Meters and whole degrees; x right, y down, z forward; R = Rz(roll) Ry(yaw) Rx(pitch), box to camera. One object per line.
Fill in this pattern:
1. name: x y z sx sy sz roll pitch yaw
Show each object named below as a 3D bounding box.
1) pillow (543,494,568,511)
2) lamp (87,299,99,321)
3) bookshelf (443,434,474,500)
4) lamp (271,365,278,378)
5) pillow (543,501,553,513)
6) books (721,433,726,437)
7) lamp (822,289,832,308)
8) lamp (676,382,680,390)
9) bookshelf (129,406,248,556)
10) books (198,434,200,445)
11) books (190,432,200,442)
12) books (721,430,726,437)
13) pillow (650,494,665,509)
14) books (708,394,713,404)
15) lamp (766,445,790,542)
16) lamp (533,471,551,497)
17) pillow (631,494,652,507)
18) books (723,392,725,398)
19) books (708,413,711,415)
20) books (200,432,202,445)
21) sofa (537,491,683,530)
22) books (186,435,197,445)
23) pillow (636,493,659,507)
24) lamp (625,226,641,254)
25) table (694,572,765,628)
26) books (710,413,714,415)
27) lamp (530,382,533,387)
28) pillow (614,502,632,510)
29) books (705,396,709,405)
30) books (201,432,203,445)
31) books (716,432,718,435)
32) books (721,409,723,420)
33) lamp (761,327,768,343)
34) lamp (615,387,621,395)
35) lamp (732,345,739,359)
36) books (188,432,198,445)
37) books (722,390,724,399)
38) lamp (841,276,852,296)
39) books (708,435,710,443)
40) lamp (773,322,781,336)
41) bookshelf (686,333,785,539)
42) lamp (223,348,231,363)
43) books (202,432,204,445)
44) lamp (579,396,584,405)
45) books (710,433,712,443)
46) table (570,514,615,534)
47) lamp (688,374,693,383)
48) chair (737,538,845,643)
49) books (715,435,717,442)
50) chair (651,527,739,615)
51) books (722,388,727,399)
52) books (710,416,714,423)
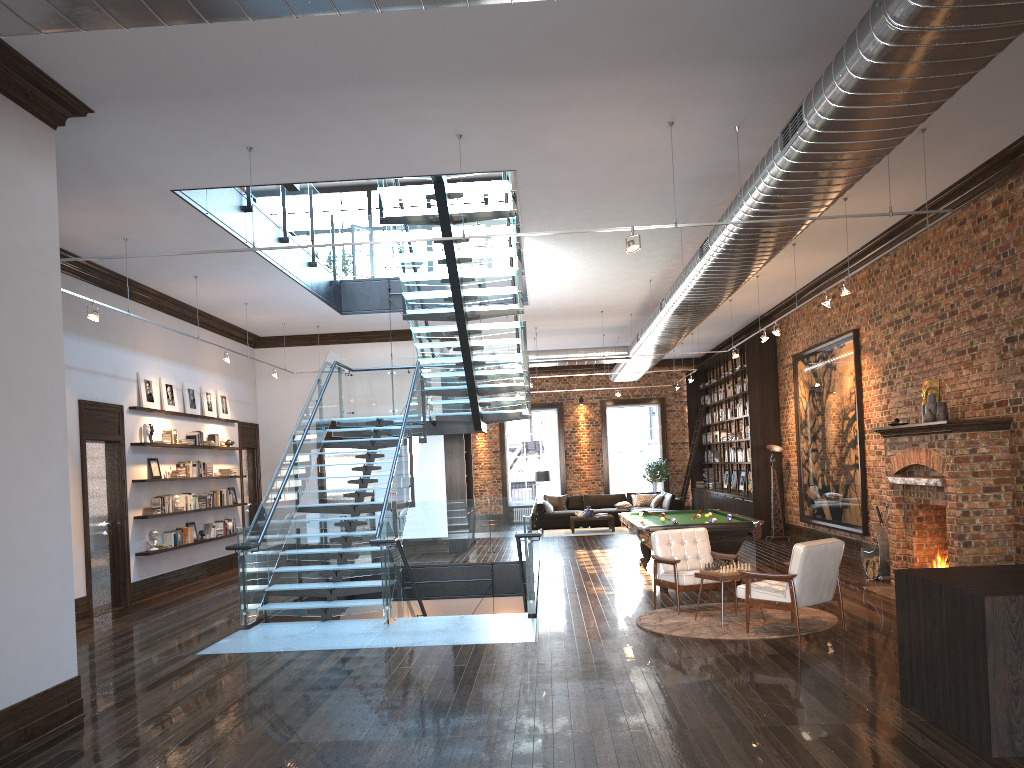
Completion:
1. pillow: 1.108 3.075 22.946 0.701 0.439 0.305 -3 -2 2
2. lamp: -4.337 -0.759 9.178 0.114 0.230 0.114 -2 -1 -19
3. bookshelf: -1.092 1.629 18.357 0.400 3.511 1.786 -3 -1 2
4. lamp: -4.101 -0.209 15.304 0.113 0.230 0.114 -1 -2 -42
5. pillow: 0.923 3.124 22.565 0.244 0.304 0.575 -3 -4 3
6. books: 5.331 1.334 22.229 0.147 0.232 0.036 -3 0 2
7. lamp: 3.711 -1.008 10.475 0.114 0.230 0.114 -2 -1 -24
8. lamp: 4.148 0.043 22.168 0.114 0.230 0.114 -4 -2 41
9. bookshelf: -5.033 1.512 14.191 0.200 2.050 4.089 -3 -4 2
10. books: -5.061 0.890 14.120 0.166 0.180 0.028 -3 0 2
11. books: -5.072 0.877 14.184 0.155 0.217 0.011 -3 0 2
12. books: 5.314 1.311 22.282 0.189 0.287 0.013 -3 0 2
13. pillow: 3.634 2.942 22.166 0.314 0.354 0.631 -3 -4 2
14. books: 5.306 0.418 23.514 0.190 0.279 0.017 -3 0 2
15. lamp: 4.995 2.049 16.714 0.425 1.824 0.506 -3 -1 7
16. lamp: 0.706 2.985 22.865 0.689 1.464 0.419 -3 -1 32
17. pillow: 3.415 3.004 22.821 0.703 0.337 0.270 -3 -2 3
18. books: 5.251 0.291 21.641 0.166 0.194 0.030 -3 0 2
19. books: 5.344 0.931 23.676 0.184 0.292 0.006 -3 0 2
20. books: -5.071 0.880 14.259 0.162 0.225 0.011 -3 0 2
21. sofa: 2.340 3.124 21.608 3.500 0.802 3.462 -3 -5 2
22. books: -5.071 0.892 14.039 0.167 0.161 0.037 -3 -1 2
23. pillow: 3.481 2.958 22.639 0.611 0.361 0.288 -3 -2 6
24. lamp: 0.992 -1.177 7.275 0.113 0.230 0.114 -2 -1 -9
25. table: 2.148 2.118 8.800 0.516 0.494 0.464 -1 -3 -23
26. books: 5.344 0.923 23.527 0.190 0.281 0.006 -3 0 2
27. lamp: 0.393 -0.042 19.371 0.114 0.230 0.113 -3 -1 23
28. pillow: 2.836 3.110 22.634 0.409 0.203 0.613 -3 -5 0
29. books: 5.298 0.452 23.727 0.235 0.252 0.028 -3 0 2
30. books: -5.064 0.884 14.274 0.167 0.218 0.021 -3 0 2
31. books: 5.340 1.366 22.766 0.177 0.263 0.042 -3 0 2
32. books: 5.283 0.773 22.029 0.183 0.313 0.013 -3 0 2
33. lamp: 3.824 -0.744 13.414 0.114 0.230 0.114 -2 -1 -19
34. lamp: 2.781 0.207 23.283 0.113 0.230 0.114 -2 -1 -29
35. lamp: 3.901 -0.558 15.478 0.113 0.230 0.114 -3 -1 16
36. books: -5.072 0.874 14.095 0.156 0.208 0.022 -3 0 2
37. books: 5.246 0.268 21.697 0.185 0.253 0.030 -3 0 2
38. lamp: 3.684 -1.078 9.786 0.118 0.212 0.117 -4 -2 44
39. books: 5.352 1.471 23.702 0.231 0.224 0.024 -3 0 2
40. lamp: 3.800 -0.804 12.749 0.114 0.230 0.114 -3 -2 31
41. bookshelf: 5.091 1.346 21.008 0.600 3.989 7.433 -3 -4 2
42. lamp: -4.189 -0.416 13.001 0.114 0.230 0.114 -1 -2 -44
43. books: -5.069 0.893 14.342 0.163 0.214 0.023 -3 0 2
44. lamp: 1.938 0.458 24.796 0.126 0.236 0.155 -3 -2 2
45. books: 5.373 1.444 23.631 0.180 0.263 0.015 -3 0 2
46. table: 1.900 3.324 21.089 1.000 0.344 1.004 -3 -5 2
47. lamp: 4.071 -0.137 20.163 0.113 0.230 0.114 -2 -1 -22
48. chair: 2.566 1.856 8.152 0.767 0.864 0.744 -1 -3 -38
49. books: 5.315 1.394 22.723 0.236 0.202 0.046 -3 -1 2
50. chair: 1.981 2.016 9.601 0.767 0.864 0.744 -2 -3 -18
51. books: 5.248 0.255 21.751 0.176 0.288 0.030 -3 0 2
52. books: 5.333 0.953 23.435 0.185 0.210 0.069 -3 -1 2
